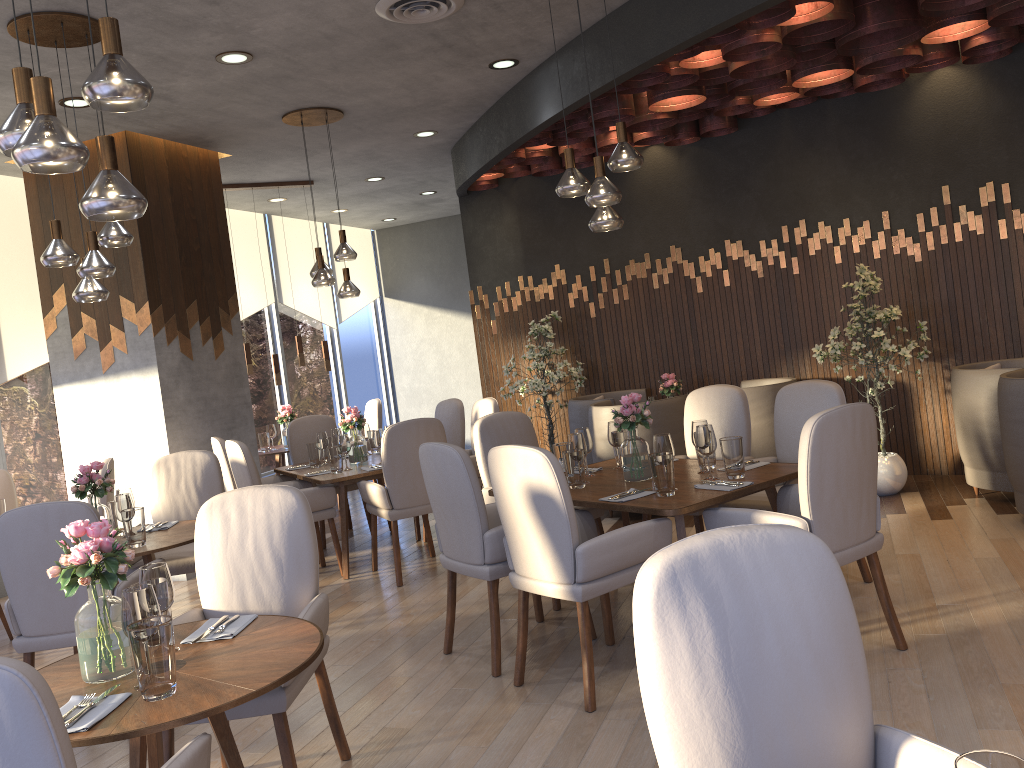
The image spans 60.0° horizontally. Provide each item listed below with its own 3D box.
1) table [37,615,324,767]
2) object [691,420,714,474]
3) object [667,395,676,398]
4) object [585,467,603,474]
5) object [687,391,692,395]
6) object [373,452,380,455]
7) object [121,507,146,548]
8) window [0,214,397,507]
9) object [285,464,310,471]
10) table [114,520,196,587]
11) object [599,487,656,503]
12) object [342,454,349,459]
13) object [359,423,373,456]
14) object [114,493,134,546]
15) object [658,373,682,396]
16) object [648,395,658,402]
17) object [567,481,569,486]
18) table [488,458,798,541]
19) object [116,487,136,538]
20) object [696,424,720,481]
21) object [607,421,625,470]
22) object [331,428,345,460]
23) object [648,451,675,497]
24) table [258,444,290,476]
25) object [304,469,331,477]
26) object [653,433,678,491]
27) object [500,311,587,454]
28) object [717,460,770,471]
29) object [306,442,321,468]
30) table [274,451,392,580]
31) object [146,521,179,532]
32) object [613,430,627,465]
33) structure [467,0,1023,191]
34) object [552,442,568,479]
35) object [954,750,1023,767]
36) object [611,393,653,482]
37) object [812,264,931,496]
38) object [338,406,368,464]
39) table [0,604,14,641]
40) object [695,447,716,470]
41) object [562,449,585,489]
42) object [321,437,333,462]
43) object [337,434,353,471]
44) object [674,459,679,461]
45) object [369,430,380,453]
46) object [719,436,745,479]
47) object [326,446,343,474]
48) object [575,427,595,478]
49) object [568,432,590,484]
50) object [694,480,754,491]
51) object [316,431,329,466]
[{"bbox_3d":[-0.874,1.072,2.328,0.835,0.662,0.833,-8,2,-20],"label":"table"},{"bbox_3d":[0.890,0.293,4.142,0.092,0.244,0.092,-7,1,12],"label":"object"},{"bbox_3d":[1.273,0.211,6.984,0.092,0.244,0.092,-8,1,-6],"label":"object"},{"bbox_3d":[0.369,0.451,4.642,0.158,0.019,0.254,-10,3,-39],"label":"object"},{"bbox_3d":[1.458,0.180,7.110,0.092,0.244,0.092,-8,1,-29],"label":"object"},{"bbox_3d":[-0.948,0.519,6.809,0.255,0.019,0.157,-9,3,-26],"label":"object"},{"bbox_3d":[-1.778,0.678,4.178,0.102,0.178,0.102,-7,1,1],"label":"object"},{"bbox_3d":[-2.141,-0.353,3.629,8.074,3.197,16.107,-9,3,-24],"label":"window"},{"bbox_3d":[-1.546,0.609,6.579,0.255,0.019,0.157,-9,3,-27],"label":"object"},{"bbox_3d":[-1.821,1.097,4.386,0.834,0.662,0.834,-8,2,-5],"label":"table"},{"bbox_3d":[0.511,0.472,3.818,0.255,0.019,0.157,-9,3,-36],"label":"object"},{"bbox_3d":[-1.295,0.560,6.904,0.158,0.019,0.255,-9,3,-29],"label":"object"},{"bbox_3d":[-1.125,0.428,6.831,0.092,0.244,0.092,-7,1,16],"label":"object"},{"bbox_3d":[-1.855,0.651,4.258,0.092,0.244,0.092,-7,1,14],"label":"object"},{"bbox_3d":[1.288,0.114,7.146,0.210,0.415,0.198,-8,1,-2],"label":"object"},{"bbox_3d":[1.152,0.218,7.159,0.092,0.244,0.092,-8,1,-3],"label":"object"},{"bbox_3d":[0.174,0.494,4.280,0.255,0.019,0.157,-9,3,-36],"label":"object"},{"bbox_3d":[0.666,0.778,4.210,0.967,0.665,1.305,-9,3,-36],"label":"table"},{"bbox_3d":[-1.955,0.652,4.496,0.092,0.244,0.092,-8,1,-24],"label":"object"},{"bbox_3d":[0.870,0.305,3.943,0.092,0.244,0.092,-7,1,36],"label":"object"},{"bbox_3d":[0.547,0.316,4.600,0.092,0.244,0.092,-7,1,7],"label":"object"},{"bbox_3d":[-1.322,0.458,6.737,0.092,0.244,0.092,-7,1,41],"label":"object"},{"bbox_3d":[0.635,0.380,3.719,0.102,0.178,0.102,-8,1,-20],"label":"object"},{"bbox_3d":[-2.139,0.940,8.519,0.833,0.662,0.835,-7,2,12],"label":"table"},{"bbox_3d":[-1.288,0.599,6.068,0.255,0.019,0.157,-9,3,-27],"label":"object"},{"bbox_3d":[0.661,0.339,3.823,0.092,0.244,0.092,-7,1,34],"label":"object"},{"bbox_3d":[0.285,0.171,7.883,0.787,1.615,0.748,-7,1,27],"label":"object"},{"bbox_3d":[1.069,0.383,4.147,0.255,0.019,0.157,-9,3,-35],"label":"object"},{"bbox_3d":[-1.440,0.520,6.459,0.102,0.178,0.102,-8,1,-21],"label":"object"},{"bbox_3d":[-1.062,0.897,6.438,0.966,0.665,1.305,-9,3,-29],"label":"table"},{"bbox_3d":[-1.858,0.746,4.641,0.157,0.019,0.255,-8,3,-4],"label":"object"},{"bbox_3d":[0.584,0.339,4.705,0.102,0.178,0.102,-7,1,21],"label":"object"},{"bbox_3d":[2.603,-2.255,4.722,2.761,0.556,9.438,-10,4,-40],"label":"structure"},{"bbox_3d":[0.267,0.391,4.502,0.102,0.178,0.102,-8,1,-23],"label":"object"},{"bbox_3d":[0.499,0.505,0.891,0.092,0.244,0.092,-7,1,14],"label":"object"},{"bbox_3d":[0.582,0.248,4.195,0.210,0.415,0.197,-8,1,-22],"label":"object"},{"bbox_3d":[2.556,-0.046,6.218,0.790,1.615,0.745,-9,2,-43],"label":"object"},{"bbox_3d":[-1.146,0.366,6.453,0.210,0.415,0.198,-8,1,-2],"label":"object"},{"bbox_3d":[-3.235,1.243,5.204,0.832,0.662,0.836,-6,3,41],"label":"table"},{"bbox_3d":[0.927,0.316,4.246,0.102,0.178,0.102,-8,1,-19],"label":"object"},{"bbox_3d":[0.297,0.402,4.181,0.102,0.178,0.102,-8,1,-20],"label":"object"},{"bbox_3d":[-1.418,0.501,6.781,0.102,0.178,0.102,-8,2,-33],"label":"object"},{"bbox_3d":[-1.140,0.467,6.046,0.092,0.244,0.092,-7,1,21],"label":"object"},{"bbox_3d":[0.726,0.406,4.605,0.255,0.019,0.157,-9,3,-35],"label":"object"},{"bbox_3d":[-1.072,0.449,6.928,0.102,0.178,0.102,-7,1,0],"label":"object"},{"bbox_3d":[0.976,0.326,3.908,0.102,0.178,0.102,-8,2,-28],"label":"object"},{"bbox_3d":[-1.182,0.511,5.948,0.102,0.178,0.102,-8,1,-21],"label":"object"},{"bbox_3d":[0.368,0.346,4.475,0.092,0.244,0.092,-8,1,-14],"label":"object"},{"bbox_3d":[0.323,0.361,4.285,0.092,0.244,0.092,-8,1,-17],"label":"object"},{"bbox_3d":[0.885,0.425,3.779,0.158,0.019,0.254,-9,3,-34],"label":"object"},{"bbox_3d":[-1.397,0.477,6.557,0.092,0.244,0.092,-8,1,-2],"label":"object"}]
